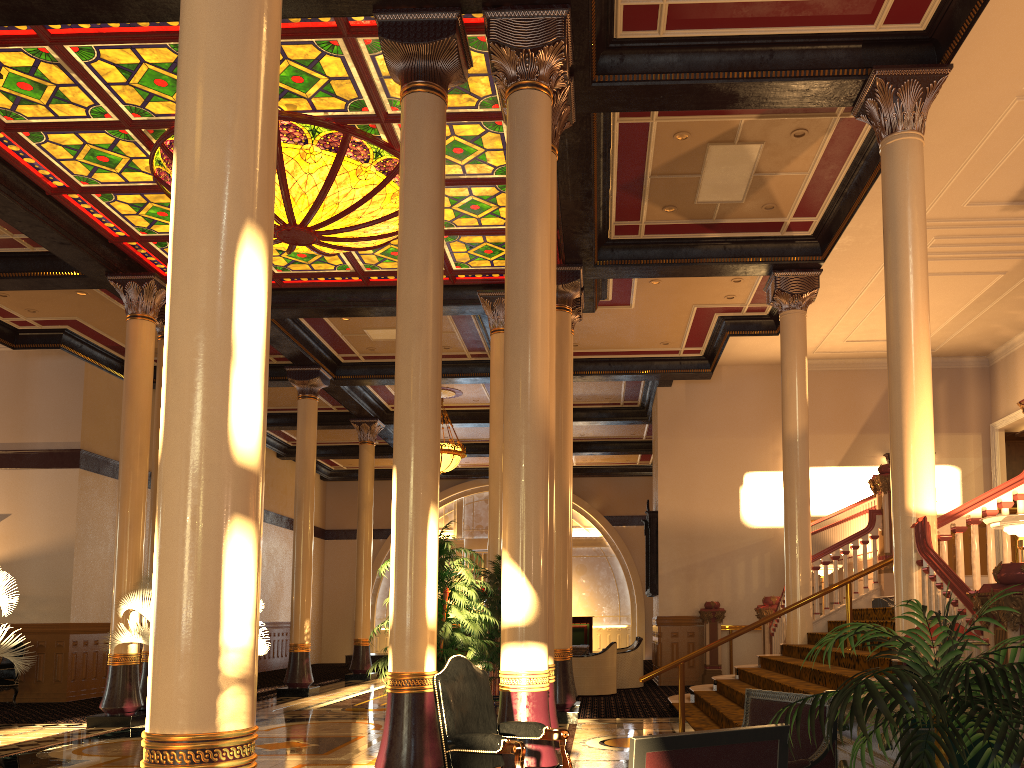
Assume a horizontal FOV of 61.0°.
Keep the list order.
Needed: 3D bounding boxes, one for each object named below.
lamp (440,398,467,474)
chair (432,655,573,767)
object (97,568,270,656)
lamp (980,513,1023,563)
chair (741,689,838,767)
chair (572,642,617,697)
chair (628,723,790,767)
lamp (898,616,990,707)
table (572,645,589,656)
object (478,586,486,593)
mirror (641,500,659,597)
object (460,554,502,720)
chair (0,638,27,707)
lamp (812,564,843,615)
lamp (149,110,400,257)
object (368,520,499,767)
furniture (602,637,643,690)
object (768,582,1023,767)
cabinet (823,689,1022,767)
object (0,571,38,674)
[{"bbox_3d":[-1.565,1.147,18.658,1.193,1.874,1.211,0,-8,-2],"label":"lamp"},{"bbox_3d":[-0.015,2.035,4.746,0.728,1.080,0.770,-3,-9,18],"label":"chair"},{"bbox_3d":[-4.123,3.370,11.646,1.808,2.234,2.137,-1,-10,7],"label":"object"},{"bbox_3d":[3.790,1.979,6.380,0.567,1.979,0.604,-3,-7,21],"label":"lamp"},{"bbox_3d":[1.088,1.940,4.112,0.667,0.904,0.674,4,-10,-26],"label":"chair"},{"bbox_3d":[1.422,4.907,15.003,0.752,0.897,1.001,-5,-12,23],"label":"chair"},{"bbox_3d":[0.537,1.670,3.101,0.708,0.904,0.635,4,-10,-26],"label":"chair"},{"bbox_3d":[2.029,1.307,4.111,0.319,0.412,0.326,0,-9,0],"label":"lamp"},{"bbox_3d":[0.909,5.363,16.471,1.100,0.758,1.685,-1,-14,4],"label":"table"},{"bbox_3d":[2.521,0.937,11.917,0.683,4.201,30.100,1,-15,-13],"label":"object"},{"bbox_3d":[2.837,3.373,17.919,0.254,1.952,1.828,-1,-10,6],"label":"mirror"},{"bbox_3d":[-0.223,3.284,11.257,1.047,2.115,1.088,1,-8,-8],"label":"object"},{"bbox_3d":[-8.360,4.651,13.995,0.718,1.080,0.781,-5,-10,28],"label":"chair"},{"bbox_3d":[4.360,3.539,12.127,0.593,1.979,0.578,1,-6,-14],"label":"lamp"},{"bbox_3d":[-2.399,-1.929,9.708,2.988,0.591,3.085,-1,-15,1],"label":"lamp"},{"bbox_3d":[-0.607,2.165,7.150,1.128,2.115,1.009,6,-9,-38],"label":"object"},{"bbox_3d":[2.145,5.430,17.008,0.803,0.925,2.235,-1,-14,5],"label":"furniture"},{"bbox_3d":[1.519,1.390,3.065,1.100,1.412,1.040,-6,-11,32],"label":"object"},{"bbox_3d":[2.017,2.030,4.385,0.547,0.848,1.295,-1,-12,5],"label":"cabinet"},{"bbox_3d":[-4.898,2.251,7.475,2.077,2.220,1.832,1,-10,-9],"label":"object"}]
